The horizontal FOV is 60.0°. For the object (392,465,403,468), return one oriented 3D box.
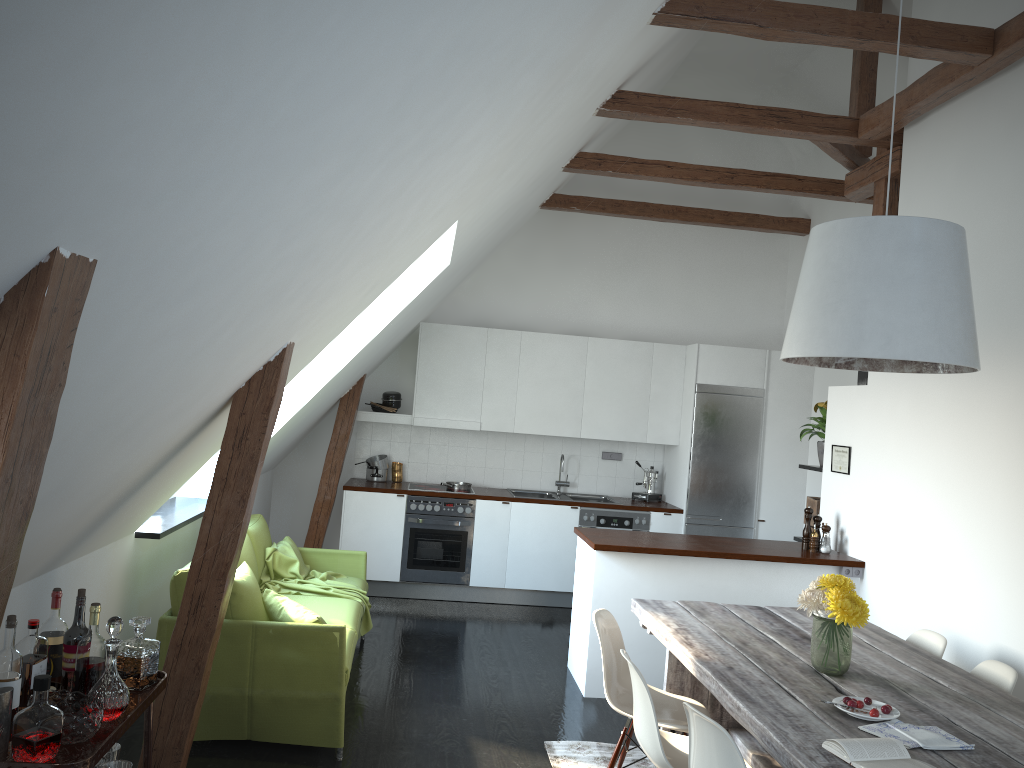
[{"bbox_3d":[-1.047,0.758,8.083,0.100,0.036,0.100,4,-2,23],"label":"object"}]

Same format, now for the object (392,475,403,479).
[{"bbox_3d":[-1.048,0.853,8.083,0.100,0.048,0.099,4,-1,13],"label":"object"}]

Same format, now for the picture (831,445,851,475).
[{"bbox_3d":[2.157,0.495,5.815,0.023,0.182,0.250,5,-1,-5],"label":"picture"}]

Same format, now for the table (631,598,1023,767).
[{"bbox_3d":[1.242,1.481,3.299,1.141,0.788,2.421,5,-1,-5],"label":"table"}]

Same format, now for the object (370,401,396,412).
[{"bbox_3d":[-1.155,0.202,7.906,0.331,0.077,0.061,3,-2,43],"label":"object"}]

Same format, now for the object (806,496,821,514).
[{"bbox_3d":[2.304,0.874,6.325,0.329,0.101,0.287,4,-1,5],"label":"object"}]

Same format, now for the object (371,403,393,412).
[{"bbox_3d":[-1.167,0.208,7.895,0.065,0.065,0.332,6,-2,-38],"label":"object"}]

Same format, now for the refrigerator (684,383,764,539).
[{"bbox_3d":[1.825,0.950,7.701,0.609,1.868,0.031,5,-1,-5],"label":"refrigerator"}]

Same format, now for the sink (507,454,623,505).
[{"bbox_3d":[0.468,0.903,7.977,0.963,0.519,0.671,5,-1,-5],"label":"sink"}]

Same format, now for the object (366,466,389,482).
[{"bbox_3d":[-1.188,0.802,7.968,0.200,0.154,0.348,5,-2,-26],"label":"object"}]

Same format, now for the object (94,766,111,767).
[{"bbox_3d":[-1.224,1.199,2.603,0.095,0.119,0.095,6,-2,-44],"label":"object"}]

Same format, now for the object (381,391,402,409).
[{"bbox_3d":[-1.089,0.149,8.020,0.190,0.166,0.200,6,-2,-43],"label":"object"}]

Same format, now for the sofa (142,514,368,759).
[{"bbox_3d":[-1.315,1.304,5.094,0.898,0.825,2.093,5,-1,-6],"label":"sofa"}]

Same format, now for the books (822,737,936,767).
[{"bbox_3d":[1.025,1.032,2.461,0.202,0.042,0.251,5,-2,-17],"label":"books"}]

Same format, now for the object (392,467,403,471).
[{"bbox_3d":[-1.049,0.775,8.082,0.100,0.036,0.100,6,-2,-39],"label":"object"}]

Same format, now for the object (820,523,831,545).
[{"bbox_3d":[2.019,0.989,5.712,0.058,0.184,0.058,5,-1,-9],"label":"object"}]

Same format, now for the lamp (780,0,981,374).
[{"bbox_3d":[1.504,-1.467,3.395,0.697,2.813,0.757,3,-2,44],"label":"lamp"}]

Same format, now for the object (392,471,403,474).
[{"bbox_3d":[-1.050,0.815,8.086,0.099,0.043,0.100,5,-2,-18],"label":"object"}]

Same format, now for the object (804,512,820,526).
[{"bbox_3d":[2.294,0.974,6.312,0.287,0.101,0.329,5,-1,-10],"label":"object"}]

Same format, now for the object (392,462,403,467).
[{"bbox_3d":[-1.044,0.738,8.082,0.100,0.047,0.099,5,-1,-10],"label":"object"}]

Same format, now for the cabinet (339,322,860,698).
[{"bbox_3d":[0.781,0.749,6.850,4.208,2.369,3.033,5,-1,-5],"label":"cabinet"}]

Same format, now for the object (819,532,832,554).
[{"bbox_3d":[1.996,1.010,5.639,0.069,0.135,0.069,5,-2,-30],"label":"object"}]

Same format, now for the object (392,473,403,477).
[{"bbox_3d":[-1.049,0.836,8.084,0.099,0.051,0.099,5,-2,-19],"label":"object"}]

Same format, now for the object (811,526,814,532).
[{"bbox_3d":[2.286,1.073,6.309,0.329,0.101,0.287,4,-1,5],"label":"object"}]

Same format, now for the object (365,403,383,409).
[{"bbox_3d":[-1.208,0.209,7.982,0.357,0.075,0.244,6,-2,-35],"label":"object"}]

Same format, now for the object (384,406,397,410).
[{"bbox_3d":[-1.133,0.208,7.953,0.335,0.031,0.065,3,-2,42],"label":"object"}]

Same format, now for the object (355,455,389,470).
[{"bbox_3d":[-1.280,0.716,7.990,0.371,0.169,0.203,6,-2,-33],"label":"object"}]

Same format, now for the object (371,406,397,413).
[{"bbox_3d":[-1.134,0.229,7.951,0.243,0.056,0.350,5,-1,-17],"label":"object"}]

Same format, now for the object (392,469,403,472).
[{"bbox_3d":[-1.049,0.793,8.086,0.099,0.057,0.101,4,-1,6],"label":"object"}]

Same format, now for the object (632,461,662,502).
[{"bbox_3d":[1.232,0.895,8.192,0.206,0.370,0.353,3,-2,41],"label":"object"}]

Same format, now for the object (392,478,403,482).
[{"bbox_3d":[-1.048,0.875,8.083,0.100,0.036,0.100,5,-1,-9],"label":"object"}]

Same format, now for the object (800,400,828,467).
[{"bbox_3d":[2.321,0.358,6.385,0.493,0.486,0.506,4,-1,14],"label":"object"}]

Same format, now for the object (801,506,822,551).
[{"bbox_3d":[1.951,0.935,5.763,0.123,0.283,0.061,5,-1,-5],"label":"object"}]

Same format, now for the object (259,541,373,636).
[{"bbox_3d":[-1.255,1.303,5.737,0.722,0.493,0.711,5,-1,-10],"label":"object"}]

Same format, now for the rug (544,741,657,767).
[{"bbox_3d":[1.226,1.866,3.272,1.898,0.022,2.677,5,-1,-6],"label":"rug"}]

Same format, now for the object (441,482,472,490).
[{"bbox_3d":[-0.525,0.898,7.889,0.351,0.061,0.232,5,-2,-32],"label":"object"}]
